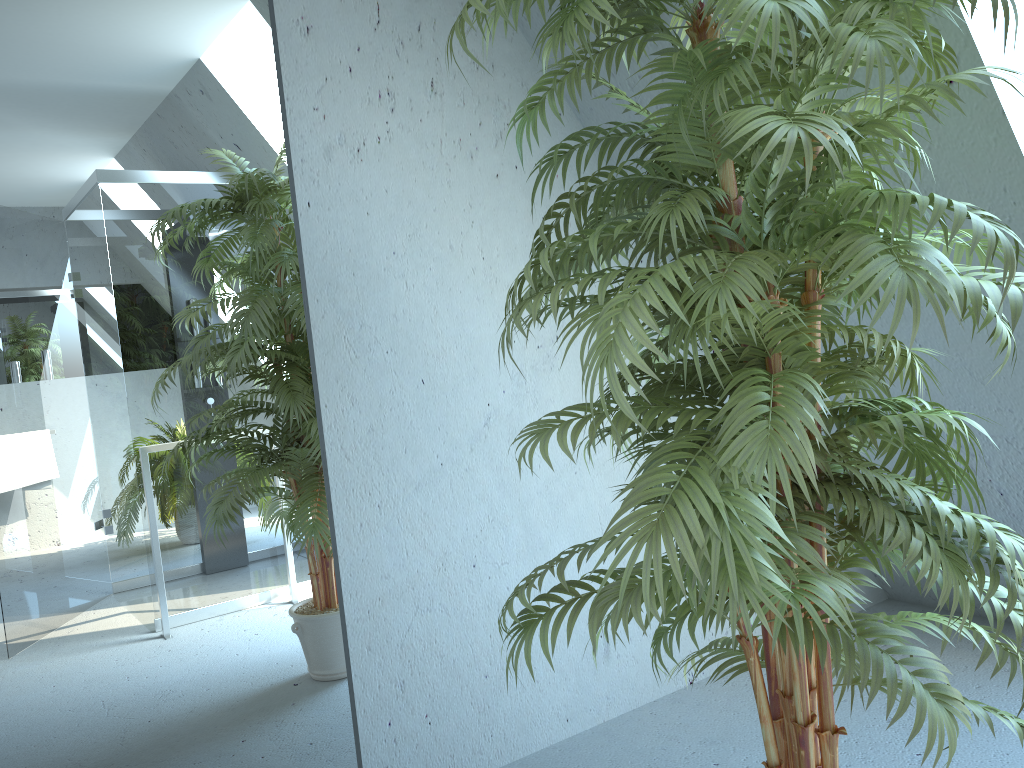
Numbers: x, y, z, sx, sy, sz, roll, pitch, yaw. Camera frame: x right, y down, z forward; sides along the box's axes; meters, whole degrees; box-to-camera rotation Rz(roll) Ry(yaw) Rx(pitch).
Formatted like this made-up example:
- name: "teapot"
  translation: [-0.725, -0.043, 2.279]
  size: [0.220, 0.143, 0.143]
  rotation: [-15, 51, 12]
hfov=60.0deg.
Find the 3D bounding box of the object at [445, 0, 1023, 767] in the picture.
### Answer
- name: "object"
  translation: [0.442, 0.022, 1.519]
  size: [0.980, 2.034, 1.020]
  rotation: [-5, 3, 14]
